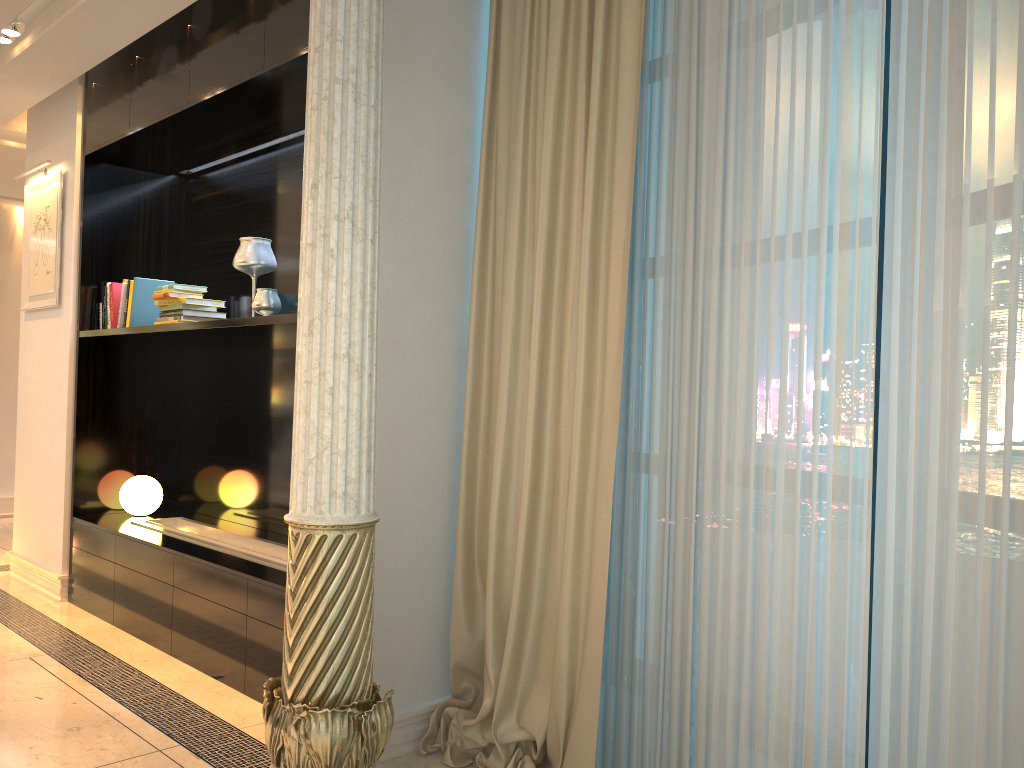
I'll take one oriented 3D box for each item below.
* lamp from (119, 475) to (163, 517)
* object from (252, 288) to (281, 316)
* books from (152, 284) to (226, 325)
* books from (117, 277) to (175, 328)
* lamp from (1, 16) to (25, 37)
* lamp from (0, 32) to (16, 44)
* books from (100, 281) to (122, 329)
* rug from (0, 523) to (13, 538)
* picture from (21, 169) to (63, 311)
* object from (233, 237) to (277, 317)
[{"bbox_3d":[-1.956,0.589,4.679,0.212,0.214,0.213,2,-1,-6],"label":"lamp"},{"bbox_3d":[-1.042,-0.324,3.764,0.119,0.154,0.119,2,-1,-35],"label":"object"},{"bbox_3d":[-1.524,-0.357,4.184,0.260,0.197,0.296,2,-1,-42],"label":"books"},{"bbox_3d":[-1.854,-0.393,4.481,0.210,0.261,0.212,1,-1,45],"label":"books"},{"bbox_3d":[-2.207,-1.601,3.908,0.107,0.127,0.107,1,-1,26],"label":"lamp"},{"bbox_3d":[-2.293,-1.602,3.994,0.107,0.127,0.107,2,-1,-34],"label":"lamp"},{"bbox_3d":[-2.021,-0.400,4.642,0.240,0.270,0.208,1,-1,45],"label":"books"},{"bbox_3d":[-1.784,1.175,8.133,1.526,0.015,5.025,1,-1,45],"label":"rug"},{"bbox_3d":[-2.606,-0.779,4.920,0.610,0.729,0.027,1,-1,45],"label":"picture"},{"bbox_3d":[-1.123,-0.439,3.866,0.181,0.381,0.181,1,-1,39],"label":"object"}]
